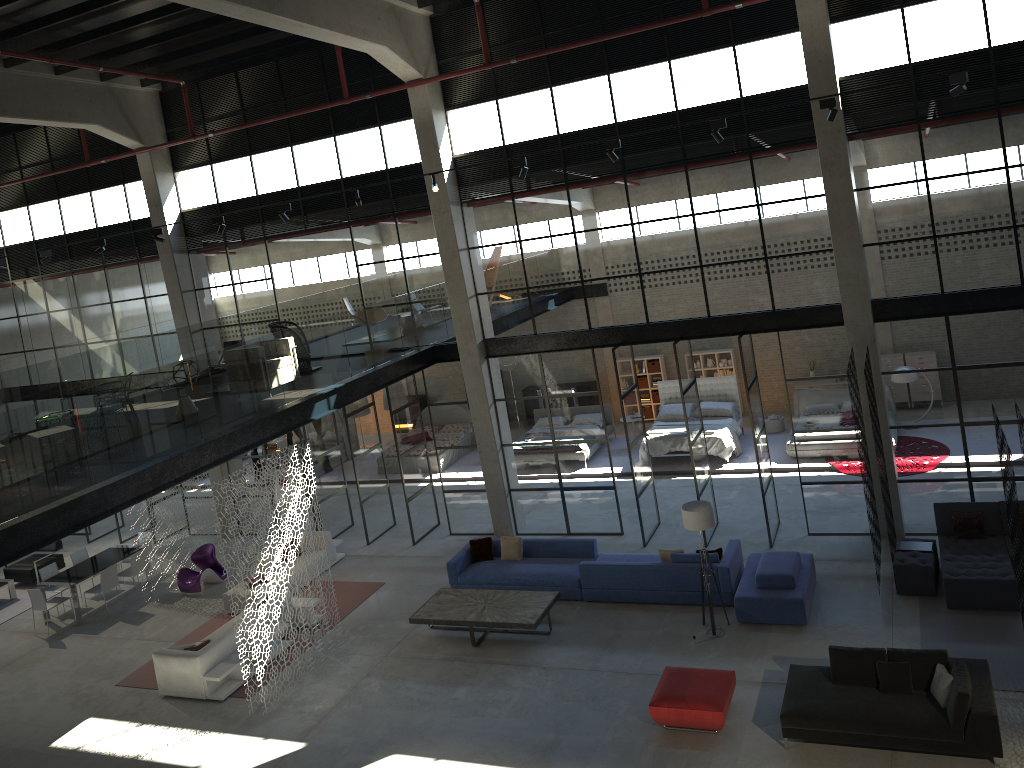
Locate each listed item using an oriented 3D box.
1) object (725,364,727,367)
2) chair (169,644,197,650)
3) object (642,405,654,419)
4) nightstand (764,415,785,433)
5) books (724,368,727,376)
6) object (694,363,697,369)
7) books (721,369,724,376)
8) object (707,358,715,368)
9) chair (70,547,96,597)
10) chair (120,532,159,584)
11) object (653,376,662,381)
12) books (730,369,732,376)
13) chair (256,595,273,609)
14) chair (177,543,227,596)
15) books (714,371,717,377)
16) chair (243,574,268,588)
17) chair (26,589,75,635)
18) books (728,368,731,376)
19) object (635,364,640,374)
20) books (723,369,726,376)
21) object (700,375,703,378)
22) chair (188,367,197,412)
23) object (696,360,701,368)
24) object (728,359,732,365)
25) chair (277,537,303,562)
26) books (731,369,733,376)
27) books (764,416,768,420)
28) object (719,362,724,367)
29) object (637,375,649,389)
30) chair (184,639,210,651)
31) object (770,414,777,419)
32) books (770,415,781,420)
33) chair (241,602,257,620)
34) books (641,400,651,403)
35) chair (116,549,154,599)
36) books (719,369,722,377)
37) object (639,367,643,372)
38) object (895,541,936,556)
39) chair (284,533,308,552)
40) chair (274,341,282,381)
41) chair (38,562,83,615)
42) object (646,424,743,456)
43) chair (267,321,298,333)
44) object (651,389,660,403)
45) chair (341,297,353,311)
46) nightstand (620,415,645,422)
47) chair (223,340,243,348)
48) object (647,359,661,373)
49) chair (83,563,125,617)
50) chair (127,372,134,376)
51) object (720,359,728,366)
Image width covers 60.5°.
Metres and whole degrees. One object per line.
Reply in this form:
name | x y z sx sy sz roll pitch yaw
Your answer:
object | 5.493 -0.481 22.536 0.066 0.063 0.066 -12 7 -17
chair | -4.830 3.960 13.040 0.390 0.269 0.322 -10 8 0
object | 3.653 0.751 23.595 0.321 0.295 0.330 -6 8 25
nightstand | 6.102 0.946 20.615 0.575 0.296 0.490 -6 9 21
books | 5.546 -0.239 22.640 0.055 0.338 0.257 -8 6 25
object | 4.759 -0.472 22.875 0.109 0.155 0.112 -6 7 36
books | 5.481 -0.229 22.670 0.058 0.331 0.257 -8 6 25
object | 5.148 -0.556 22.737 0.167 0.249 0.166 -11 6 -20
chair | -8.421 3.761 17.550 0.541 0.864 0.428 -7 5 25
chair | -7.637 3.557 17.929 0.417 0.863 0.555 -7 6 25
object | 3.899 -0.145 23.402 0.258 0.132 0.059 -5 6 24
books | 5.663 -0.222 22.590 0.027 0.286 0.258 -8 6 25
chair | -4.027 3.605 14.092 0.266 0.319 0.404 -6 8 27
chair | -5.976 3.552 16.854 0.651 0.742 0.813 -7 8 25
books | 5.265 -0.175 22.718 0.088 0.274 0.190 -8 6 25
chair | -4.553 3.477 15.577 0.419 0.107 0.409 -13 11 -19
chair | -8.449 4.055 16.066 0.417 0.863 0.555 -7 6 25
books | 5.615 -0.238 22.610 0.036 0.330 0.257 -8 6 25
object | 3.335 -0.402 23.497 0.153 0.246 0.157 -8 5 16
books | 5.525 -0.237 22.670 0.064 0.331 0.257 -8 6 25
object | 4.958 -0.116 22.876 0.098 0.201 0.101 -6 6 42
chair | -5.278 0.077 13.995 0.567 0.794 0.610 -10 6 -8
object | 4.868 -0.516 22.895 0.101 0.202 0.099 -13 5 -37
object | 5.633 -0.557 22.617 0.141 0.136 0.144 -3 9 42
chair | -4.190 3.138 16.622 0.417 0.332 0.256 -14 8 -32
books | 5.683 -0.215 22.573 0.022 0.272 0.258 -8 7 25
books | 5.960 0.804 20.682 0.133 0.020 0.197 -5 12 24
object | 5.388 -0.497 22.580 0.115 0.111 0.118 -6 8 27
object | 3.524 -0.058 23.552 0.321 0.295 0.330 -6 8 25
chair | -4.596 3.938 12.908 0.406 0.333 0.283 -12 7 -20
object | 6.125 0.760 20.554 0.167 0.089 0.172 -2 12 38
books | 6.161 0.788 20.535 0.226 0.046 0.307 -3 12 30
chair | -4.179 3.681 13.832 0.268 0.315 0.400 -8 8 12
books | 3.614 0.457 23.610 0.307 0.054 0.235 -5 12 24
chair | -7.387 3.681 17.081 0.541 0.864 0.428 -7 5 25
books | 5.440 -0.225 22.689 0.068 0.332 0.257 -8 6 25
object | 3.457 -0.386 23.616 0.186 0.130 0.187 -11 8 -12
object | 5.810 2.378 12.634 0.514 0.098 0.307 -3 12 29
chair | -4.131 3.090 16.817 0.386 0.334 0.253 -14 7 -31
chair | -4.183 -0.263 14.721 0.799 0.825 1.003 -6 8 25
chair | -8.699 3.932 16.913 0.541 0.864 0.428 -7 5 25
object | 3.947 1.283 19.628 2.264 0.653 0.666 -4 9 27
chair | -4.183 -0.703 16.576 0.689 0.978 0.836 -10 6 -5
object | 3.942 0.317 23.413 0.321 0.295 0.330 -6 8 25
chair | -3.300 -1.582 20.227 0.992 1.019 0.788 -15 8 -37
nightstand | 2.953 1.165 21.144 0.602 0.694 0.608 -10 6 -3
chair | -5.155 -0.347 16.006 0.516 0.817 0.568 -7 6 25
object | 3.817 -0.480 23.370 0.321 0.295 0.330 -6 8 25
chair | -7.665 3.851 16.444 0.541 0.864 0.428 -7 5 25
chair | -6.125 0.292 13.566 0.656 0.813 0.578 -13 7 -30
object | 5.480 -0.562 22.684 0.175 0.168 0.176 -10 7 -8
